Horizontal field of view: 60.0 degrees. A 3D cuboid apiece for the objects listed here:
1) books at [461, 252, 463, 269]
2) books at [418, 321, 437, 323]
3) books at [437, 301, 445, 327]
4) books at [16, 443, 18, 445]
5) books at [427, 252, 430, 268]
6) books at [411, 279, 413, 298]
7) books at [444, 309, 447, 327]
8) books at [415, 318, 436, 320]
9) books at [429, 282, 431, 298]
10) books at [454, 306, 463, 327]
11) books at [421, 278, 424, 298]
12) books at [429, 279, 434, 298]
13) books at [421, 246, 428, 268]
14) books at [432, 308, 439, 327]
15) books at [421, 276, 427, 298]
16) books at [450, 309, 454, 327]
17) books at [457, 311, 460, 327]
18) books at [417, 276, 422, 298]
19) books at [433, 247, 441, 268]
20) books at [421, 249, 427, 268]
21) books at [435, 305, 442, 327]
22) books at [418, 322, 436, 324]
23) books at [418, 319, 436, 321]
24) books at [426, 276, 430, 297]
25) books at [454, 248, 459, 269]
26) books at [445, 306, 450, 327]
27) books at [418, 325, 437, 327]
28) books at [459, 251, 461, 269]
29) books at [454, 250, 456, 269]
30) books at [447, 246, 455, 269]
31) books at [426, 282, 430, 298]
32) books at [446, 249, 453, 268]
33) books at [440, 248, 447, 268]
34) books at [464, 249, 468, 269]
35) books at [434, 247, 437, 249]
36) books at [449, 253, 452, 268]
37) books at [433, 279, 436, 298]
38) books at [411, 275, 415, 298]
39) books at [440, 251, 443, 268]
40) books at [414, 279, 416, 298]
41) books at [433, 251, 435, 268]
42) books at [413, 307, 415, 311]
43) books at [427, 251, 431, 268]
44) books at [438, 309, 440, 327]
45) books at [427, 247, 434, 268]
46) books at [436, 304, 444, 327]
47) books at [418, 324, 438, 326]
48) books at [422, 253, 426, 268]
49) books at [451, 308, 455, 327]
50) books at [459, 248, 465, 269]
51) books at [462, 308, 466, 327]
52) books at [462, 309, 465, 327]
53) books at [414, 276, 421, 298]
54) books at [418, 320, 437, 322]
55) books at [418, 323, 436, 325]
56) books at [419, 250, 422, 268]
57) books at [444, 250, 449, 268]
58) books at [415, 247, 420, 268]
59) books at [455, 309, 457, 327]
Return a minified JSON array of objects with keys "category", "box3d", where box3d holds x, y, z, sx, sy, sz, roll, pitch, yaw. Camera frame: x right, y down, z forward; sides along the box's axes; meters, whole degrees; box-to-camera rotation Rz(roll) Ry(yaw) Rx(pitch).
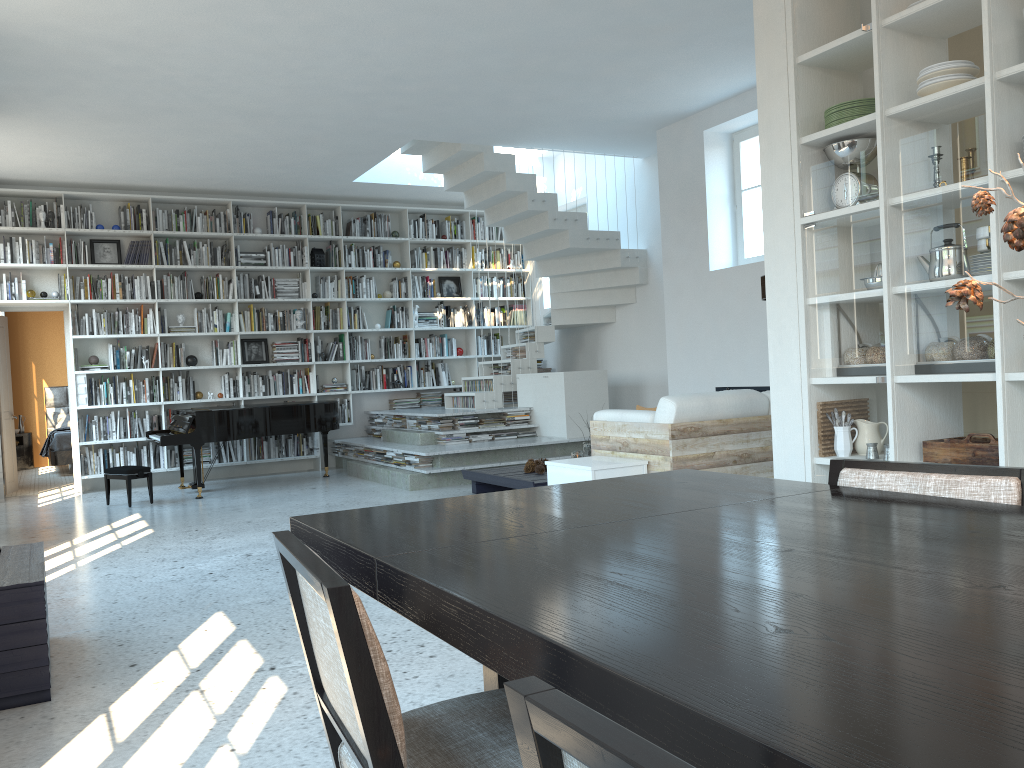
[{"category":"books","box3d":[-0.674,-1.576,11.424,0.022,0.234,0.158,-4,1,-28]},{"category":"books","box3d":[-1.104,-0.776,11.197,0.285,0.012,0.159,-3,1,-30]},{"category":"books","box3d":[-0.903,-0.879,11.278,0.010,0.339,0.180,-4,1,-28]},{"category":"books","box3d":[-7.194,0.872,12.720,0.128,0.030,0.182,-3,1,-6]},{"category":"books","box3d":[-1.086,-1.547,11.202,0.030,0.224,0.158,-4,1,-28]},{"category":"books","box3d":[-1.284,-1.183,11.120,0.030,0.253,0.128,-4,1,-28]},{"category":"books","box3d":[-0.887,-0.828,11.296,0.030,0.236,0.179,-4,1,-28]},{"category":"books","box3d":[-1.100,-0.813,11.192,0.254,0.012,0.161,-3,1,-23]},{"category":"books","box3d":[-1.061,-1.176,11.214,0.033,0.213,0.152,-4,1,-28]},{"category":"books","box3d":[-0.688,-0.857,11.397,0.021,0.271,0.191,-4,1,-28]},{"category":"books","box3d":[-1.158,-1.198,11.187,0.043,0.269,0.131,-4,1,-28]},{"category":"books","box3d":[-1.038,-1.197,11.225,0.021,0.253,0.167,-4,1,-28]},{"category":"books","box3d":[-1.106,-1.582,11.192,0.011,0.296,0.162,-4,1,-28]},{"category":"books","box3d":[-0.967,-0.833,11.264,0.012,0.254,0.161,-4,1,-28]},{"category":"books","box3d":[-1.123,-1.209,11.178,0.012,0.287,0.176,-4,1,-28]},{"category":"books","box3d":[-0.792,-0.837,11.358,0.031,0.242,0.147,-4,1,-28]},{"category":"books","box3d":[-0.718,-0.827,11.408,0.025,0.213,0.155,-4,1,-28]},{"category":"books","box3d":[-1.178,-1.205,11.165,0.012,0.285,0.159,-4,1,-28]},{"category":"books","box3d":[-0.971,-1.574,11.207,0.032,0.265,0.245,-4,1,-28]},{"category":"books","box3d":[-1.117,-1.564,11.176,0.026,0.261,0.167,-4,1,-28]},{"category":"books","box3d":[-0.934,-0.850,11.293,0.012,0.285,0.159,-4,1,-28]},{"category":"books","box3d":[-1.104,-0.764,11.197,0.254,0.012,0.161,-3,1,-26]},{"category":"books","box3d":[-1.107,-0.801,11.200,0.254,0.012,0.161,-3,1,-28]},{"category":"books","box3d":[-1.081,-1.210,11.198,0.014,0.285,0.175,-4,1,-28]},{"category":"books","box3d":[-0.731,-1.591,11.375,0.036,0.272,0.177,-4,1,-28]},{"category":"books","box3d":[-0.839,-0.854,11.326,0.059,0.282,0.167,-4,1,-28]},{"category":"books","box3d":[-1.100,-0.728,11.194,0.254,0.012,0.161,-3,1,-32]},{"category":"books","box3d":[-0.705,-1.577,11.397,0.030,0.241,0.162,-4,1,-28]},{"category":"books","box3d":[-0.756,-1.578,11.372,0.011,0.249,0.152,-4,1,-28]},{"category":"books","box3d":[-0.779,-1.600,11.348,0.022,0.294,0.181,-4,1,-28]},{"category":"books","box3d":[-1.086,-1.171,11.183,0.013,0.207,0.189,-4,1,-28]},{"category":"books","box3d":[-0.804,-1.583,11.350,0.023,0.264,0.156,-4,1,-28]},{"category":"books","box3d":[-0.891,-1.588,11.313,0.048,0.283,0.162,-4,1,-28]},{"category":"books","box3d":[-0.626,-1.594,11.443,0.031,0.265,0.169,-4,1,-28]},{"category":"books","box3d":[-0.972,-1.584,11.275,0.012,0.285,0.159,-4,1,-28]},{"category":"books","box3d":[-0.822,-1.559,11.330,0.031,0.217,0.165,-4,1,-28]},{"category":"books","box3d":[-1.012,-1.194,11.228,0.026,0.244,0.178,-4,1,-28]},{"category":"books","box3d":[-1.259,-1.208,11.118,0.015,0.301,0.140,-4,1,-28]},{"category":"books","box3d":[-0.925,-1.559,11.263,0.030,0.230,0.187,-4,1,-28]},{"category":"books","box3d":[-1.242,-1.183,11.117,0.011,0.248,0.155,-4,1,-28]},{"category":"books","box3d":[-1.019,-1.558,11.240,0.025,0.238,0.142,-4,1,-28]},{"category":"books","box3d":[-1.255,-0.823,11.124,0.028,0.267,0.137,-4,1,-28]},{"category":"books","box3d":[-1.069,-1.554,11.227,0.024,0.236,0.146,-4,1,-28]},{"category":"books","box3d":[-0.960,-0.830,11.288,0.023,0.247,0.138,-4,1,-28]},{"category":"books","box3d":[-1.038,-1.582,11.219,0.026,0.288,0.156,-4,1,-28]},{"category":"books","box3d":[-0.912,-0.859,11.275,0.011,0.300,0.184,-4,1,-28]},{"category":"books","box3d":[-1.099,-0.740,11.191,0.285,0.012,0.159,-3,1,-23]},{"category":"books","box3d":[-1.136,-1.536,11.160,0.025,0.207,0.175,-4,1,-28]},{"category":"books","box3d":[-0.773,-0.842,11.389,0.031,0.250,0.133,-4,1,-28]},{"category":"books","box3d":[-0.653,-1.602,11.431,0.026,0.284,0.147,-4,1,-28]},{"category":"books","box3d":[-0.640,-0.852,11.442,0.024,0.255,0.145,-4,1,-28]},{"category":"books","box3d":[-0.661,-0.843,11.414,0.041,0.239,0.176,-4,1,-28]},{"category":"books","box3d":[-1.212,-1.205,11.139,0.065,0.289,0.146,-4,1,-28]},{"category":"books","box3d":[-1.101,-0.789,11.191,0.254,0.012,0.161,-3,1,-33]},{"category":"books","box3d":[-1.101,-0.752,11.193,0.254,0.012,0.161,-3,1,-24]},{"category":"books","box3d":[-1.171,-1.556,11.168,0.026,0.251,0.130,-4,1,-28]},{"category":"books","box3d":[-0.851,-1.568,11.307,0.014,0.240,0.189,-4,1,-28]},{"category":"books","box3d":[-1.202,-1.570,11.142,0.051,0.282,0.166,-4,1,-28]},{"category":"books","box3d":[-0.746,-0.836,11.401,0.028,0.235,0.129,-4,1,-28]}]
